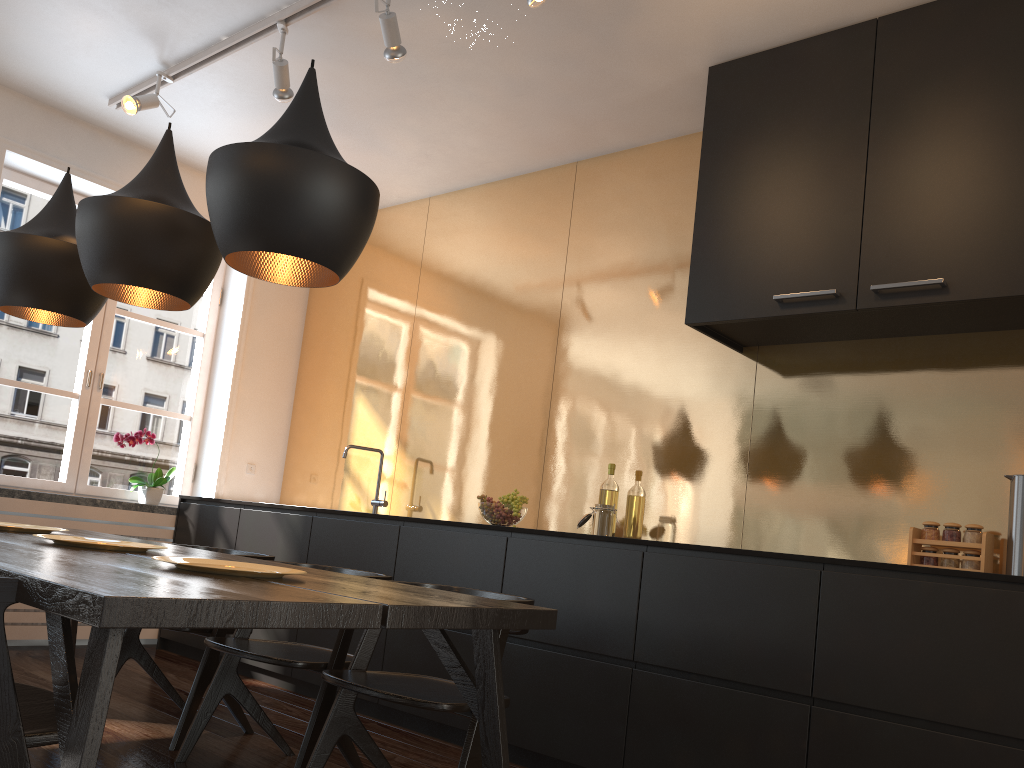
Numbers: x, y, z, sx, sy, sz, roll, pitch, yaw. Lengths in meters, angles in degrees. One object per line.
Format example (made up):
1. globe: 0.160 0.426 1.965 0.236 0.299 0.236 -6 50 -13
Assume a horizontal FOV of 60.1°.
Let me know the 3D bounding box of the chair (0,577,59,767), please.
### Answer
1. chair: -1.069 0.654 1.579 0.593 0.665 0.525 0 -10 39

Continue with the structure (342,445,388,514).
1. structure: -0.803 0.534 4.834 0.267 0.382 0.109 11 -8 -33

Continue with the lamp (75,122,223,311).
1. lamp: -1.054 -0.517 2.621 0.410 0.536 0.415 4 -8 17

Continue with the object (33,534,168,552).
1. object: -1.176 0.459 2.534 0.355 0.016 0.360 2 -11 22

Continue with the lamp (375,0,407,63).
1. lamp: -0.428 -1.305 3.155 0.085 0.237 0.253 6 -8 7

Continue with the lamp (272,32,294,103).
1. lamp: -0.920 -1.288 3.565 0.085 0.236 0.253 7 -8 -8

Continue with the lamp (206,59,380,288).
1. lamp: -0.523 -0.539 2.167 0.411 0.536 0.414 7 -8 -2

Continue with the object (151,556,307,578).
1. object: -0.668 0.438 2.100 0.356 0.016 0.359 -3 -14 44

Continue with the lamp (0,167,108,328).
1. lamp: -1.584 -0.495 3.075 0.412 0.536 0.413 9 -8 -15

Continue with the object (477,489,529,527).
1. object: -0.040 0.537 3.848 0.239 0.171 0.180 2 -9 25

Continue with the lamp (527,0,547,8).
1. lamp: 0.673 -0.412 2.905 1.839 1.831 0.089 9 -7 -15

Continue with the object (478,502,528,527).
1. object: -0.045 0.578 3.861 0.219 0.096 0.221 7 -10 -2

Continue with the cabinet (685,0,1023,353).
1. cabinet: 1.609 -0.727 2.988 1.956 1.041 0.536 -2 -11 41

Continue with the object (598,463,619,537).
1. object: 0.429 0.522 3.932 0.092 0.336 0.092 6 -6 8

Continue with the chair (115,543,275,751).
1. chair: -1.228 0.961 3.359 0.593 0.665 0.525 1 -10 37

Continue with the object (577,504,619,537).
1. object: 0.368 0.578 3.757 0.176 0.150 0.089 4 -8 18

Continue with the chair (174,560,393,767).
1. chair: -0.706 0.932 2.875 0.593 0.665 0.525 0 -10 39

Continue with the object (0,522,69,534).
1. object: -1.683 0.480 2.968 0.356 0.016 0.359 -3 -14 44

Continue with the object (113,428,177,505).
1. object: -2.104 0.468 5.075 0.229 0.433 0.410 4 -8 17

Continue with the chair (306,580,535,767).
1. chair: -0.243 0.913 2.480 0.593 0.665 0.525 0 -10 40

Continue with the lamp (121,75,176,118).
1. lamp: -1.637 -1.291 3.994 0.085 0.237 0.253 3 -9 28

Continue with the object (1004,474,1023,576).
1. object: 1.678 0.468 2.850 0.164 0.337 0.115 0 -9 44

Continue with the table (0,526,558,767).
1. table: -1.227 0.792 2.458 2.501 0.673 1.117 -2 -13 40

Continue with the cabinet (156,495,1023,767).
1. cabinet: 0.167 1.083 3.731 5.064 0.892 0.739 -2 -12 41
